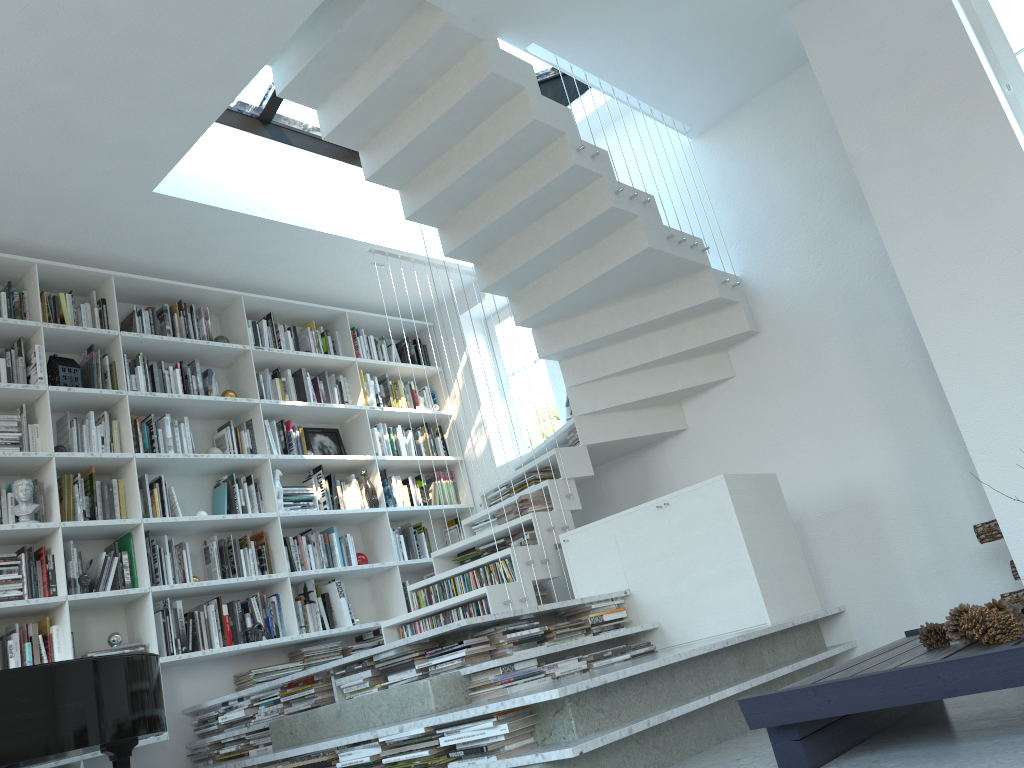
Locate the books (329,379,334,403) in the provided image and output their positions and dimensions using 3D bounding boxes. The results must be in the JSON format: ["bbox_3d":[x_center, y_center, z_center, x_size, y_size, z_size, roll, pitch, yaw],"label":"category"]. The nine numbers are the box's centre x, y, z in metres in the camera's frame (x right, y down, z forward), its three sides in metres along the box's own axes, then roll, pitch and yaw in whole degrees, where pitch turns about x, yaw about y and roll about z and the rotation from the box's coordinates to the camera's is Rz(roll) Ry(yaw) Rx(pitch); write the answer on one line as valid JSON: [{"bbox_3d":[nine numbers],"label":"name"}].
[{"bbox_3d":[-1.306,0.103,6.214,0.152,0.248,0.011,-28,-22,37],"label":"books"}]

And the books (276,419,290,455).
[{"bbox_3d":[-1.518,0.395,5.793,0.177,0.286,0.012,-28,-22,37],"label":"books"}]

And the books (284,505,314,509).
[{"bbox_3d":[-1.419,0.810,5.669,0.254,0.012,0.161,5,-25,-46],"label":"books"}]

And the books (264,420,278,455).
[{"bbox_3d":[-1.588,0.391,5.726,0.146,0.288,0.065,-28,-22,37],"label":"books"}]

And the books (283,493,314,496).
[{"bbox_3d":[-1.431,0.729,5.692,0.160,0.012,0.285,-26,-21,33],"label":"books"}]

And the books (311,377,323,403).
[{"bbox_3d":[-1.374,0.095,6.120,0.190,0.239,0.014,-28,-22,37],"label":"books"}]

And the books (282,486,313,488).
[{"bbox_3d":[-1.448,0.688,5.711,0.285,0.012,0.160,5,-25,-46],"label":"books"}]

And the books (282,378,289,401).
[{"bbox_3d":[-1.557,0.091,5.938,0.158,0.223,0.030,-28,-22,37],"label":"books"}]

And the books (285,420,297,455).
[{"bbox_3d":[-1.485,0.399,5.826,0.176,0.284,0.014,-28,-22,37],"label":"books"}]

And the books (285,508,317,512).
[{"bbox_3d":[-1.408,0.830,5.658,0.285,0.012,0.160,3,-24,-43],"label":"books"}]

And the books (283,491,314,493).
[{"bbox_3d":[-1.439,0.721,5.700,0.285,0.012,0.160,5,-25,-46],"label":"books"}]

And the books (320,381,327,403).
[{"bbox_3d":[-1.352,0.110,6.147,0.166,0.217,0.031,-28,-22,37],"label":"books"}]

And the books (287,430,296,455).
[{"bbox_3d":[-1.477,0.430,5.797,0.190,0.206,0.013,-28,-22,37],"label":"books"}]

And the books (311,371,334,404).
[{"bbox_3d":[-1.325,0.076,6.192,0.181,0.293,0.022,-28,-22,37],"label":"books"}]

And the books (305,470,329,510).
[{"bbox_3d":[-1.282,0.740,5.837,0.184,0.299,0.011,-28,-22,37],"label":"books"}]

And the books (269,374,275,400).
[{"bbox_3d":[-1.628,0.076,5.881,0.131,0.250,0.026,-28,-22,37],"label":"books"}]

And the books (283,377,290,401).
[{"bbox_3d":[-1.550,0.093,5.968,0.147,0.235,0.024,-28,-22,37],"label":"books"}]

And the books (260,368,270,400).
[{"bbox_3d":[-1.651,0.056,5.852,0.167,0.281,0.052,-28,-22,37],"label":"books"}]

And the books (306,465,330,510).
[{"bbox_3d":[-1.278,0.722,5.849,0.180,0.338,0.010,-28,-22,37],"label":"books"}]

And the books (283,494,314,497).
[{"bbox_3d":[-1.433,0.743,5.693,0.285,0.012,0.160,5,-25,-46],"label":"books"}]

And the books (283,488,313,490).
[{"bbox_3d":[-1.445,0.699,5.707,0.160,0.012,0.285,-27,-22,35],"label":"books"}]

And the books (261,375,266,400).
[{"bbox_3d":[-1.667,0.075,5.822,0.142,0.236,0.013,-28,-22,37],"label":"books"}]

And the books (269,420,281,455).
[{"bbox_3d":[-1.564,0.398,5.760,0.160,0.284,0.012,-28,-22,37],"label":"books"}]

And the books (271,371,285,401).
[{"bbox_3d":[-1.581,0.068,5.910,0.168,0.260,0.026,-28,-22,37],"label":"books"}]

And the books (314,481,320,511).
[{"bbox_3d":[-1.324,0.774,5.822,0.138,0.246,0.023,-28,-22,37],"label":"books"}]

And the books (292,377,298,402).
[{"bbox_3d":[-1.509,0.091,5.999,0.143,0.237,0.025,-28,-22,37],"label":"books"}]

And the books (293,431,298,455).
[{"bbox_3d":[-1.464,0.435,5.835,0.153,0.212,0.033,-28,-22,37],"label":"books"}]

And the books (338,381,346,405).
[{"bbox_3d":[-1.246,0.120,6.288,0.159,0.233,0.022,-28,-22,37],"label":"books"}]

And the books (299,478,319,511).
[{"bbox_3d":[-1.324,0.763,5.799,0.161,0.253,0.012,-28,-22,37],"label":"books"}]

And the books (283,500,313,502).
[{"bbox_3d":[-1.429,0.778,5.683,0.161,0.012,0.254,-28,-22,37],"label":"books"}]

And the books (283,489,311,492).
[{"bbox_3d":[-1.442,0.710,5.703,0.254,0.012,0.161,5,-25,-46],"label":"books"}]

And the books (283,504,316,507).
[{"bbox_3d":[-1.421,0.799,5.674,0.160,0.012,0.285,-27,-22,35],"label":"books"}]

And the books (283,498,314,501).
[{"bbox_3d":[-1.423,0.763,5.682,0.254,0.012,0.161,3,-24,-43],"label":"books"}]

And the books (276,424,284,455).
[{"bbox_3d":[-1.551,0.411,5.785,0.131,0.268,0.043,-28,-22,37],"label":"books"}]

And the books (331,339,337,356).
[{"bbox_3d":[-1.321,-0.202,6.419,0.132,0.210,0.031,-28,-22,37],"label":"books"}]

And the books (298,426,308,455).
[{"bbox_3d":[-1.426,0.421,5.871,0.178,0.243,0.026,-28,-22,37],"label":"books"}]

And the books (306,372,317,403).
[{"bbox_3d":[-1.416,0.082,6.118,0.162,0.282,0.048,-28,-22,37],"label":"books"}]

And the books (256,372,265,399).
[{"bbox_3d":[-1.679,0.067,5.816,0.161,0.253,0.012,-28,-22,37],"label":"books"}]

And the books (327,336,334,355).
[{"bbox_3d":[-1.342,-0.214,6.364,0.170,0.209,0.029,-28,-22,37],"label":"books"}]

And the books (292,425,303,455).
[{"bbox_3d":[-1.450,0.418,5.861,0.167,0.252,0.021,-28,-22,37],"label":"books"}]

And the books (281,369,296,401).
[{"bbox_3d":[-1.525,0.063,5.982,0.156,0.287,0.026,-28,-22,37],"label":"books"}]

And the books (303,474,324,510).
[{"bbox_3d":[-1.306,0.756,5.842,0.160,0.284,0.012,-28,-22,37],"label":"books"}]

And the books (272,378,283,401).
[{"bbox_3d":[-1.589,0.089,5.880,0.175,0.207,0.025,-28,-22,37],"label":"books"}]

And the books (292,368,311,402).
[{"bbox_3d":[-1.456,0.061,5.992,0.246,0.264,0.032,-28,-22,37],"label":"books"}]

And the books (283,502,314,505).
[{"bbox_3d":[-1.419,0.786,5.673,0.161,0.012,0.254,-26,-21,33],"label":"books"}]

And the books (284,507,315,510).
[{"bbox_3d":[-1.413,0.820,5.663,0.254,0.012,0.161,3,-25,-44],"label":"books"}]

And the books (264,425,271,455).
[{"bbox_3d":[-1.605,0.405,5.688,0.156,0.247,0.011,-28,-22,37],"label":"books"}]

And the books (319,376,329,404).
[{"bbox_3d":[-1.346,0.094,6.179,0.156,0.263,0.023,-28,-22,37],"label":"books"}]

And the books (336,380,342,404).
[{"bbox_3d":[-1.266,0.110,6.254,0.162,0.240,0.030,-28,-22,37],"label":"books"}]

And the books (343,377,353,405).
[{"bbox_3d":[-1.210,0.107,6.327,0.170,0.264,0.031,-28,-22,37],"label":"books"}]

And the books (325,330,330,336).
[{"bbox_3d":[-1.344,-0.237,6.405,0.136,0.278,0.025,-28,-22,37],"label":"books"}]

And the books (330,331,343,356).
[{"bbox_3d":[-1.293,-0.232,6.434,0.163,0.262,0.026,-28,-22,37],"label":"books"}]

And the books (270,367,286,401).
[{"bbox_3d":[-1.579,0.056,5.933,0.163,0.295,0.011,-28,-22,37],"label":"books"}]

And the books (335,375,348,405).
[{"bbox_3d":[-1.233,0.097,6.310,0.147,0.283,0.026,-28,-22,37],"label":"books"}]

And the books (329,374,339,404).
[{"bbox_3d":[-1.287,0.091,6.229,0.177,0.271,0.036,-28,-22,37],"label":"books"}]

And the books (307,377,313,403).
[{"bbox_3d":[-1.428,0.092,6.053,0.187,0.229,0.030,-28,-22,37],"label":"books"}]

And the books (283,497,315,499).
[{"bbox_3d":[-1.429,0.753,5.688,0.160,0.012,0.285,-27,-21,34],"label":"books"}]
